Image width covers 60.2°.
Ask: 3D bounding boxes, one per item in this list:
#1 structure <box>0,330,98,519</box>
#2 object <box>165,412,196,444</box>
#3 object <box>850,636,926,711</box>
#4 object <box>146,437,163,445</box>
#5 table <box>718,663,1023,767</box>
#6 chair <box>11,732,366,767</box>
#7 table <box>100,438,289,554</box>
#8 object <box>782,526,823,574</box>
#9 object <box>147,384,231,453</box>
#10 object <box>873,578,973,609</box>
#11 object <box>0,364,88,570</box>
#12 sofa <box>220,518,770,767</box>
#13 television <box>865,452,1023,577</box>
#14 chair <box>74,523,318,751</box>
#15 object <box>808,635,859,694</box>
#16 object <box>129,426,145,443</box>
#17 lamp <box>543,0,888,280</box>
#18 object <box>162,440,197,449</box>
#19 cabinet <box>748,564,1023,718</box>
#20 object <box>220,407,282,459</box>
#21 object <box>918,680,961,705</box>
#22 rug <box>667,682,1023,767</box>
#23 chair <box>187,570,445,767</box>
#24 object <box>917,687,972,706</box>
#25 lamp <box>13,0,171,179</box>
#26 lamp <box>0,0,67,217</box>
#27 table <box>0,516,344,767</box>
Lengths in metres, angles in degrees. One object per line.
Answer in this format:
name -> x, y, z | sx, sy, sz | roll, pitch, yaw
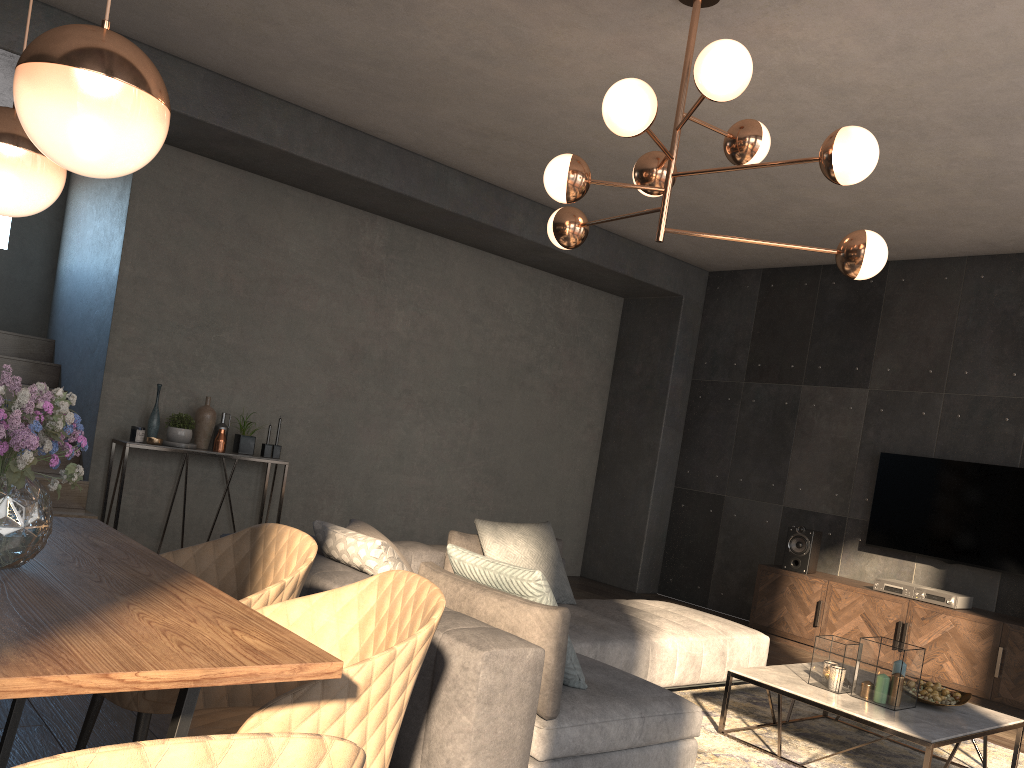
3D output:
structure -> -3.605, 0.288, 5.589 | 1.518, 1.424, 2.245 | 10, -3, -40
object -> -2.180, 0.300, 5.811 | 0.186, 0.228, 0.196 | 8, -1, 29
object -> 1.633, 1.253, 3.836 | 0.198, 0.261, 0.198 | 9, -1, -40
object -> -2.288, 0.367, 5.654 | 0.100, 0.041, 0.098 | 12, -4, -41
table -> 1.606, 1.547, 3.971 | 0.937, 0.309, 0.925 | 12, -4, -40
chair -> -0.510, 0.762, 1.107 | 0.559, 0.837, 0.507 | 9, 0, -36
table -> -2.135, 0.849, 5.958 | 1.108, 0.822, 0.297 | 11, -1, -40
object -> 2.243, 1.271, 6.824 | 0.197, 0.354, 0.251 | 9, 0, 35
object -> -2.112, 0.236, 5.899 | 0.566, 0.391, 0.223 | 11, -2, -45
object -> 2.837, 1.451, 6.115 | 0.272, 0.087, 0.570 | 12, -5, -40
object -> -1.040, 0.163, 1.781 | 0.296, 0.409, 0.330 | 9, -1, 20
sofa -> 0.323, 1.132, 4.225 | 2.933, 0.784, 2.011 | 12, -4, -41
television -> 3.173, 0.917, 6.267 | 0.058, 0.736, 1.258 | 8, -1, -40
chair -> -0.882, 0.794, 2.424 | 0.551, 0.837, 0.514 | 9, 0, 44
object -> 1.447, 1.252, 3.951 | 0.151, 0.221, 0.147 | 9, 0, -40
object -> -2.397, 0.322, 5.650 | 0.084, 0.098, 0.084 | 9, -1, 8
lamp -> 0.697, -1.038, 3.361 | 1.456, 1.039, 1.021 | 8, -2, 26
object -> -2.198, 0.398, 5.814 | 0.230, 0.031, 0.228 | 11, -5, -34
cabinet -> 2.841, 1.778, 6.168 | 0.544, 0.551, 2.393 | 10, -3, -40
object -> -1.809, 0.325, 6.147 | 0.401, 0.338, 0.315 | 9, -1, 1
object -> 1.873, 1.393, 3.978 | 0.275, 0.072, 0.326 | 6, -5, 39
rug -> 1.107, 1.623, 3.880 | 3.167, 0.020, 1.719 | 12, -5, -40
chair -> -0.488, 0.824, 1.962 | 0.513, 0.837, 0.551 | 9, 0, -31
object -> 1.868, 1.389, 3.971 | 0.345, 0.084, 0.349 | 7, -4, 27
lamp -> -0.603, -1.117, 1.473 | 0.240, 1.546, 0.237 | 8, 1, -35
lamp -> -1.051, -1.150, 2.004 | 0.238, 1.546, 0.240 | 9, 1, 25
table -> -1.101, 0.751, 1.805 | 0.774, 0.769, 1.457 | 10, -3, -40
